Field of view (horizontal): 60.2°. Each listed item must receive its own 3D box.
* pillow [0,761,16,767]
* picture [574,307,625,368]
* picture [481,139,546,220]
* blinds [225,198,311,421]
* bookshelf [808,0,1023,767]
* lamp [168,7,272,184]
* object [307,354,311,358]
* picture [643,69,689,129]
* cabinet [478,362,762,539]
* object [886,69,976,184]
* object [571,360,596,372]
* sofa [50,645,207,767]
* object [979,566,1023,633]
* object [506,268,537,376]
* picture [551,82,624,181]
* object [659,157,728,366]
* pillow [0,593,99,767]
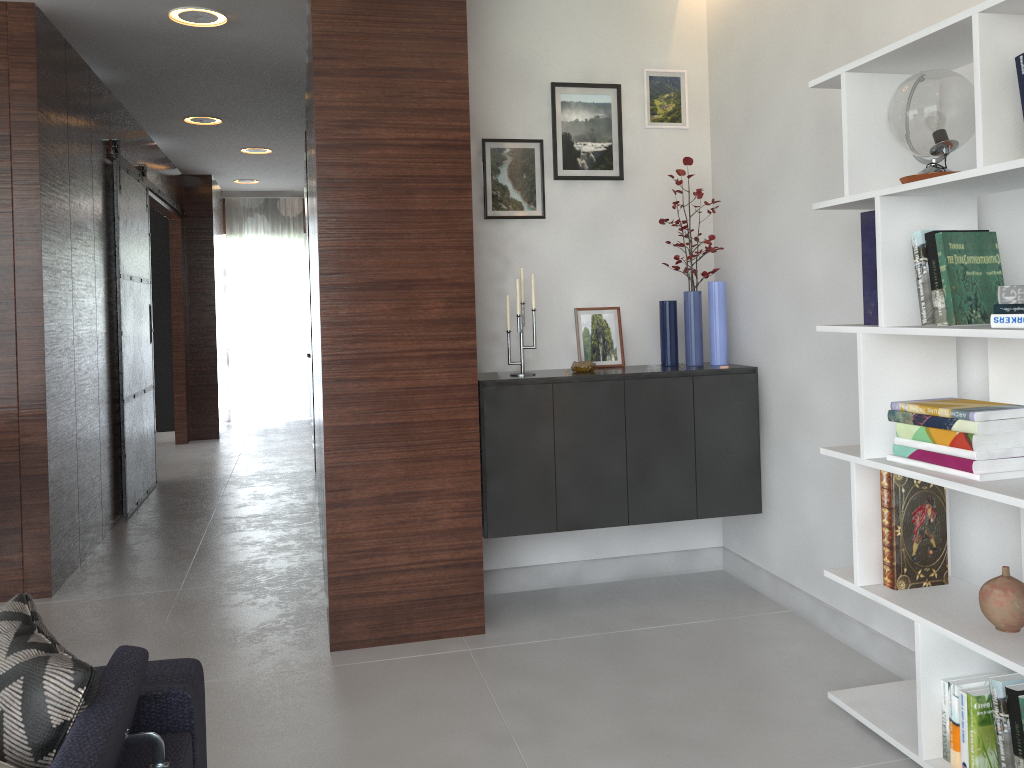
[{"bbox_3d":[-0.859,0.644,1.151,0.416,0.294,0.331,1,4,39],"label":"pillow"},{"bbox_3d":[0.372,-0.197,3.747,0.202,0.256,0.059,-2,0,-13],"label":"picture"},{"bbox_3d":[0.008,-0.856,3.690,0.263,0.334,0.015,-2,0,-13],"label":"picture"},{"bbox_3d":[-2.725,-0.950,9.861,0.857,2.699,0.134,-2,0,-13],"label":"blinds"},{"bbox_3d":[1.177,0.058,2.068,0.300,1.818,1.151,-2,1,-13],"label":"bookshelf"},{"bbox_3d":[-2.845,-1.567,3.692,5.354,0.084,9.601,-4,6,-27],"label":"lamp"},{"bbox_3d":[-1.675,-0.250,7.717,0.230,0.020,0.428,-3,5,-13],"label":"object"},{"bbox_3d":[0.671,-1.241,3.851,0.202,0.257,0.015,-2,0,-13],"label":"picture"},{"bbox_3d":[0.395,0.237,3.574,1.131,0.584,0.398,-3,2,-13],"label":"cabinet"},{"bbox_3d":[1.071,-0.616,2.251,0.220,0.383,0.235,-2,1,6],"label":"object"},{"bbox_3d":[0.288,-0.072,3.546,0.099,0.046,0.105,1,5,33],"label":"object"},{"bbox_3d":[-1.208,0.899,0.175,1.900,0.607,2.880,-3,5,-13],"label":"sofa"},{"bbox_3d":[1.170,0.506,2.089,0.123,0.147,0.111,-2,2,-16],"label":"object"},{"bbox_3d":[0.036,-0.248,3.464,0.101,0.426,0.101,-2,0,-30],"label":"object"},{"bbox_3d":[0.322,-1.075,3.765,0.311,0.412,0.017,-2,0,-13],"label":"picture"},{"bbox_3d":[0.751,-0.508,3.709,0.272,0.860,0.270,-2,0,1],"label":"object"},{"bbox_3d":[-0.816,0.586,1.392,0.222,0.385,0.415,-3,3,-43],"label":"pillow"}]
